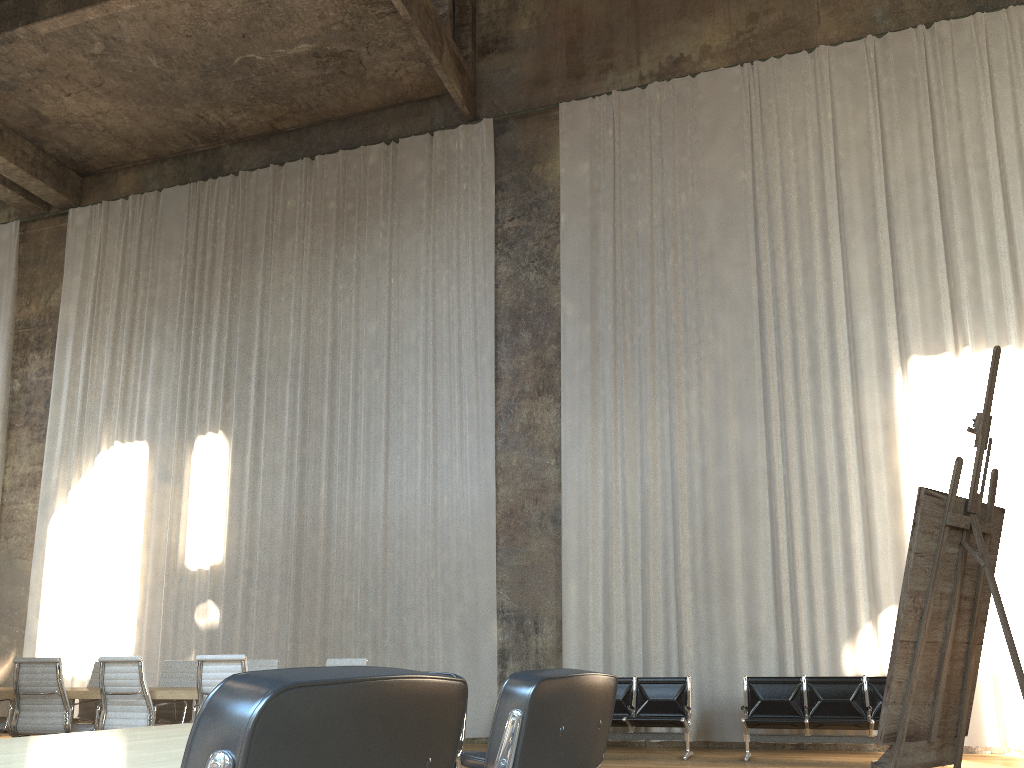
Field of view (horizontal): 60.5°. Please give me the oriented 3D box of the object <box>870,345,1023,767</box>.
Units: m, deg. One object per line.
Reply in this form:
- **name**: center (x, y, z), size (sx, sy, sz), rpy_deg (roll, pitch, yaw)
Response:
- **object**: center (1.722, 0.929, 3.365), size (0.709, 2.086, 0.696), rpy_deg (9, -15, -38)

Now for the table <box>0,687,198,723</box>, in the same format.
- **table**: center (-4.753, 3.237, 8.211), size (7.726, 0.738, 1.648), rpy_deg (-6, -18, 18)

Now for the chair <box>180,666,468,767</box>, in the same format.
- **chair**: center (-0.525, 0.857, 1.253), size (0.824, 0.867, 0.749), rpy_deg (-5, -15, 19)

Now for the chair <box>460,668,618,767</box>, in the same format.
- **chair**: center (-0.168, 1.197, 2.291), size (0.826, 0.867, 0.748), rpy_deg (-7, -16, 25)

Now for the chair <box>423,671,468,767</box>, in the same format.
- **chair**: center (-0.575, 1.567, 3.410), size (0.731, 0.867, 0.845), rpy_deg (-4, -15, 14)

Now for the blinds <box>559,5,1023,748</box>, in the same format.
- **blinds**: center (4.281, -0.218, 10.273), size (7.852, 8.409, 0.281), rpy_deg (-6, -12, 19)

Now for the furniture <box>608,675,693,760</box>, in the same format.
- **furniture**: center (0.985, 3.589, 9.511), size (1.875, 0.820, 0.728), rpy_deg (-6, -15, 18)

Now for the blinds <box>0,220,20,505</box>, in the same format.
- **blinds**: center (-12.136, 1.659, 15.684), size (7.846, 8.409, 0.281), rpy_deg (-5, -12, 17)

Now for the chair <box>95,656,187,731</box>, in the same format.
- **chair**: center (-2.893, 2.649, 6.861), size (0.669, 0.996, 0.715), rpy_deg (-7, -15, 26)

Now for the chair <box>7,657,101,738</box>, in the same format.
- **chair**: center (-3.708, 2.739, 7.121), size (0.667, 0.996, 0.718), rpy_deg (-5, -14, 17)

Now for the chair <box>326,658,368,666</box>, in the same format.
- **chair**: center (-2.579, 2.128, 5.264), size (31.553, 1.003, 13.335), rpy_deg (-6, -19, 18)

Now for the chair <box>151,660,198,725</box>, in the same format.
- **chair**: center (-3.384, 3.182, 8.472), size (0.669, 0.996, 0.716), rpy_deg (-6, -15, 23)

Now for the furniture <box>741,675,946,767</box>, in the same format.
- **furniture**: center (3.249, 3.330, 8.765), size (1.875, 0.820, 0.728), rpy_deg (-6, -15, 18)

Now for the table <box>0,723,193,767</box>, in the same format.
- **table**: center (-1.082, 1.186, 1.950), size (1.106, 0.679, 2.481), rpy_deg (-6, -18, 17)

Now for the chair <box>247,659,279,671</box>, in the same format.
- **chair**: center (-2.513, 3.083, 8.187), size (0.668, 0.996, 0.717), rpy_deg (-6, -15, 21)

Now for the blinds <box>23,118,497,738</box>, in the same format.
- **blinds**: center (-3.915, 0.719, 12.974), size (7.852, 8.409, 0.281), rpy_deg (-6, -12, 19)

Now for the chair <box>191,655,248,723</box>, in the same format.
- **chair**: center (-2.063, 2.566, 6.624), size (0.669, 0.996, 0.716), rpy_deg (-6, -15, 23)

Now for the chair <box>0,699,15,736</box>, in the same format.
- **chair**: center (-5.071, 3.375, 9.028), size (0.669, 0.996, 0.716), rpy_deg (-6, -15, 23)

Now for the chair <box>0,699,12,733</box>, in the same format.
- **chair**: center (-4.591, 2.842, 7.418), size (0.669, 0.996, 0.716), rpy_deg (-6, -15, 23)

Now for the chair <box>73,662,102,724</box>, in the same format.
- **chair**: center (-4.237, 3.278, 8.750), size (0.669, 0.996, 0.715), rpy_deg (-7, -15, 26)
